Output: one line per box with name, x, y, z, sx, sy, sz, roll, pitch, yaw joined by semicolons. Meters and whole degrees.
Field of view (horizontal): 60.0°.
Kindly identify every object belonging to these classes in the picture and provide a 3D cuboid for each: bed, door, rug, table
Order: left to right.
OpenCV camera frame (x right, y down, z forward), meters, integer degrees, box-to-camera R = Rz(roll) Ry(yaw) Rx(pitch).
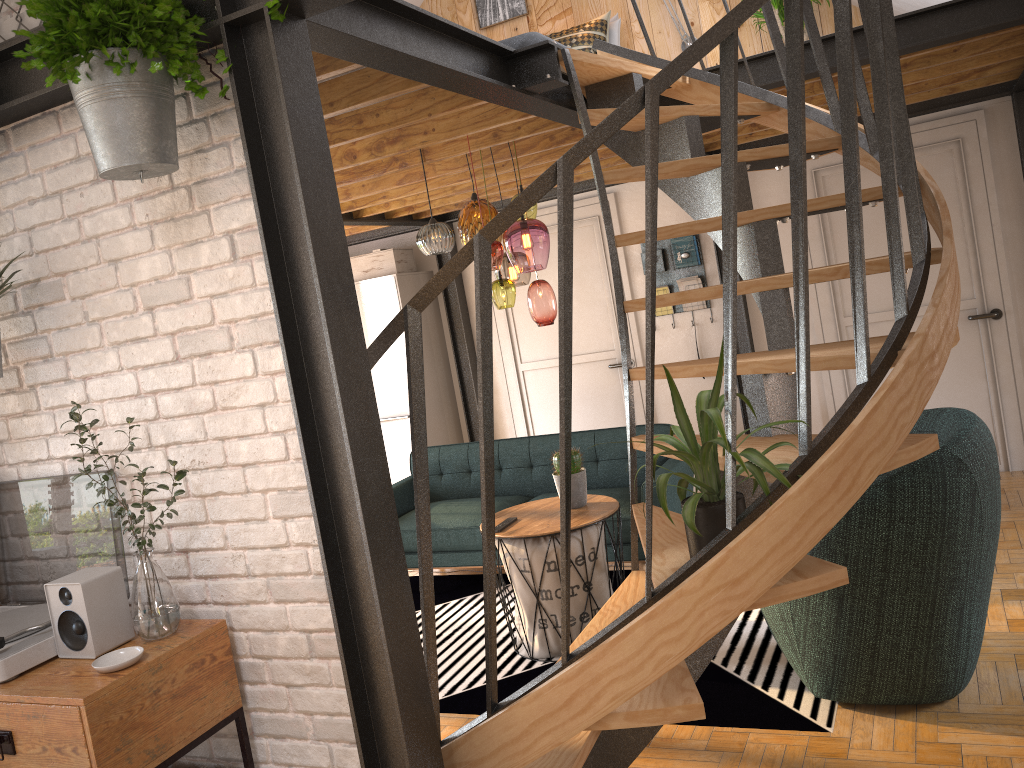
bed;-0.247;-1.894;5.700;2.117;1.019;2.301;-8;5;26
rug;-0.110;1.263;4.536;3.492;0.010;1.709;-8;6;26
table;0.223;0.880;4.241;0.683;0.684;0.681;-12;4;-25
door;0.416;-0.221;6.890;1.197;2.295;0.088;-8;3;26
door;2.602;-0.511;5.829;1.197;2.295;0.088;-8;3;26

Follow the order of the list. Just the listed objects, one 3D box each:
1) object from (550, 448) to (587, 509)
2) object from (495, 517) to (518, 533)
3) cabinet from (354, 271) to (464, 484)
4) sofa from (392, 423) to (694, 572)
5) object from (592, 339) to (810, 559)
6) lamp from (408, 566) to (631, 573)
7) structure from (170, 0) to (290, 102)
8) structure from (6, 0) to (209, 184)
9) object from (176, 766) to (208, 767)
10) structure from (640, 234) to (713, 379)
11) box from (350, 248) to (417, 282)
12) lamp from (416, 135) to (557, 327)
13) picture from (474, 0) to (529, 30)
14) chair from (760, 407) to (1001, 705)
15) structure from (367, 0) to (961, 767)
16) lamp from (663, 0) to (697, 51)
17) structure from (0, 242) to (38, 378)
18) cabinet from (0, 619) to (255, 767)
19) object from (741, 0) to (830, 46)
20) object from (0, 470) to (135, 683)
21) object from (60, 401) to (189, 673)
object;0.281;0.448;4.280;0.190;0.294;0.173;-10;3;0
object;-0.037;0.659;4.147;0.050;0.013;0.208;-8;6;26
cabinet;-1.237;0.164;7.535;1.503;1.998;0.812;-8;4;26
sofa;0.082;0.750;5.372;1.968;0.781;0.828;-8;5;26
object;0.473;0.167;2.259;0.527;0.590;0.459;-9;4;13
lamp;-0.548;0.375;5.506;2.352;1.715;0.574;-7;4;34
structure;-0.868;-1.566;2.058;1.302;1.866;0.460;-9;3;22
structure;-0.902;-0.774;1.989;0.425;0.651;0.437;-12;4;-34
object;-1.305;1.378;2.396;1.310;0.573;0.406;-8;4;26
structure;1.220;-0.549;6.463;0.441;1.074;0.100;-9;3;26
box;-1.148;-0.954;7.207;0.640;0.218;0.378;-8;5;21
lamp;-0.123;-0.744;4.317;0.620;1.011;0.490;-12;4;-24
picture;-0.110;-3.031;6.743;0.420;0.553;0.017;-8;3;26
chair;1.360;0.626;3.329;0.899;0.962;0.901;-9;4;11
structure;0.473;-0.603;2.862;1.623;3.810;2.260;-7;4;41
lamp;0.825;-2.637;6.122;0.852;0.812;0.194;-11;3;-17
structure;-1.477;-0.247;2.358;0.359;0.533;0.386;-8;4;35
cabinet;-1.306;1.184;2.356;1.262;0.961;0.458;-8;4;26
object;1.705;-2.226;5.519;0.792;1.046;0.733;-12;4;-25
object;-1.356;0.494;2.335;0.785;0.414;0.417;-8;5;26
object;-0.973;0.338;2.160;0.295;0.619;0.292;-7;4;41
